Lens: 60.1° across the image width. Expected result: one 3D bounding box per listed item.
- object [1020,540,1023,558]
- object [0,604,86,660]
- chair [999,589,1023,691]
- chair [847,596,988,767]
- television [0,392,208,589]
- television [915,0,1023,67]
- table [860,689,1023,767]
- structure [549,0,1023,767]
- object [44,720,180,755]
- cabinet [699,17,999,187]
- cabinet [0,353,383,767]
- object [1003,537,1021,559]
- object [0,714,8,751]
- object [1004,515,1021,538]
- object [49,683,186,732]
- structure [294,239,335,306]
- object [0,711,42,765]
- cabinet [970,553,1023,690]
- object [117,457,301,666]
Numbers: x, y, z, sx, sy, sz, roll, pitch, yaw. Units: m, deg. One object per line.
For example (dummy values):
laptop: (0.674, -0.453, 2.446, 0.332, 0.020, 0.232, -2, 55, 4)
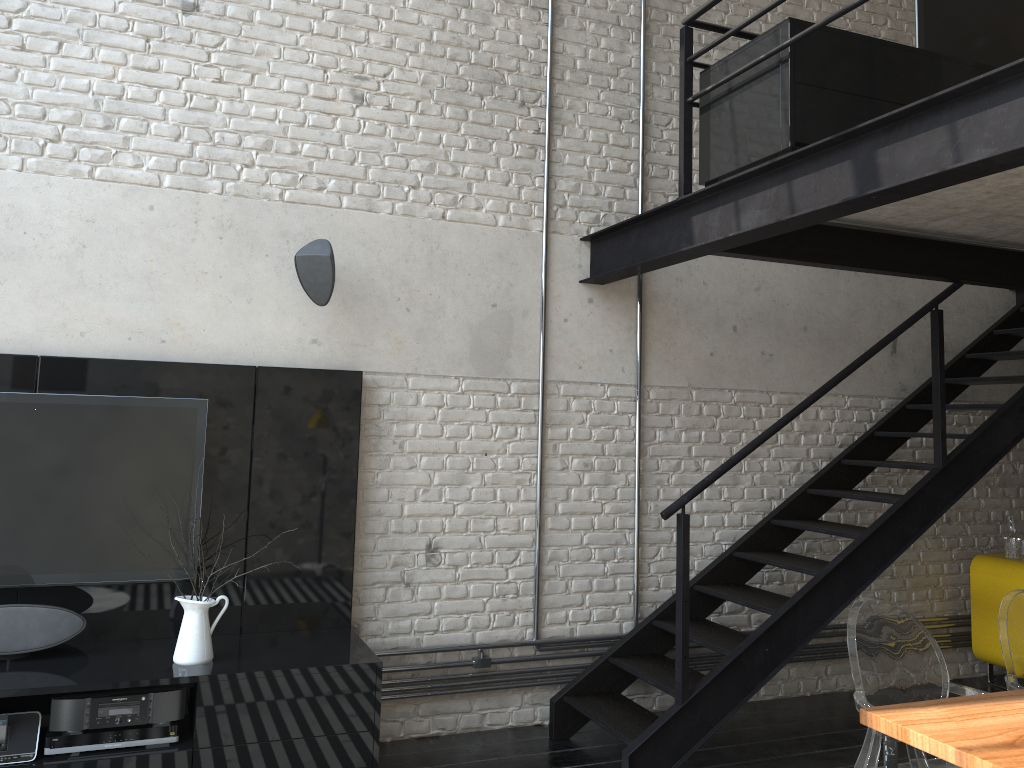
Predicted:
object: (3.126, 1.009, 5.404, 0.092, 0.100, 0.092, 0, -5, 16)
object: (-1.929, 0.943, 3.413, 0.527, 0.219, 0.203, 3, -5, -22)
chair: (1.923, 1.218, 2.932, 0.540, 0.946, 0.587, 3, -5, -12)
chair: (1.317, 1.192, 2.722, 0.539, 0.946, 0.587, 4, -6, -22)
television: (-1.950, 0.425, 3.579, 1.316, 0.777, 0.071, 3, -6, -22)
television: (2.432, -1.760, 4.303, 1.316, 0.868, 0.295, 3, -6, -22)
table: (2.373, 1.316, 2.503, 2.669, 0.738, 0.924, 3, -4, -22)
structure: (2.875, 0.037, 2.941, 3.781, 3.361, 4.765, 3, -4, -22)
object: (-1.491, 1.275, 3.328, 0.440, 0.059, 0.369, 3, -3, -22)
cabinet: (2.412, -1.054, 4.227, 3.175, 0.555, 0.604, 3, -4, -22)
cabinet: (-2.072, 0.727, 3.274, 3.101, 1.734, 0.730, 3, -6, -22)
object: (3.029, 0.994, 5.360, 0.095, 0.120, 0.095, -1, -6, 30)
object: (-1.766, 1.199, 3.034, 0.059, 0.125, 0.008, 4, -7, -22)
object: (3.101, 0.939, 5.477, 0.092, 0.246, 0.092, 6, -7, -39)
object: (-1.477, 1.181, 3.341, 0.445, 0.131, 0.406, 3, -3, -22)
structure: (-0.886, -0.510, 4.066, 0.178, 0.308, 0.356, 2, -4, -4)
object: (-1.812, 1.221, 3.050, 0.328, 0.141, 0.129, 3, -5, -22)
cabinet: (3.932, 1.476, 5.572, 2.197, 0.775, 0.546, 3, -5, -22)
object: (-1.151, 0.679, 3.398, 0.697, 0.786, 0.350, 4, -6, -25)
